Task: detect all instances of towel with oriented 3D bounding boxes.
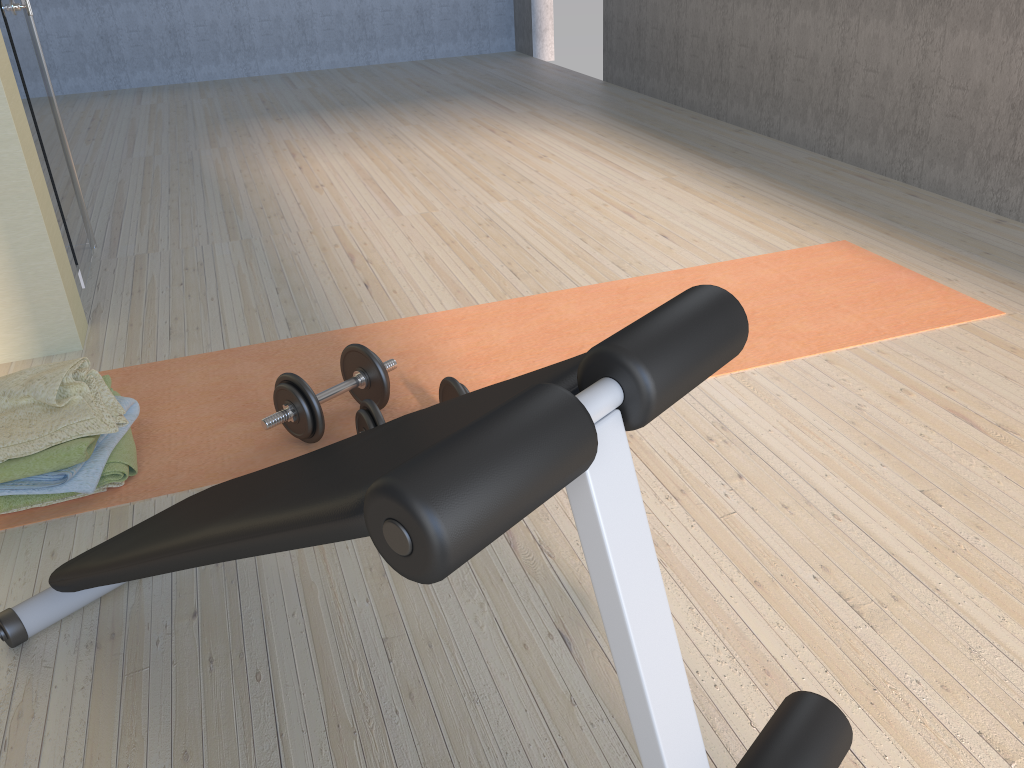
[{"bbox_3d":[-1.084,0.172,2.036,0.376,0.044,0.371,-12,29,-17],"label":"towel"},{"bbox_3d":[-1.064,0.152,2.023,0.380,0.081,0.367,-13,29,-18],"label":"towel"},{"bbox_3d":[-1.084,0.057,1.956,0.384,0.123,0.373,-20,32,-30],"label":"towel"},{"bbox_3d":[-1.096,0.117,1.961,0.376,0.085,0.371,-9,28,-11],"label":"towel"},{"bbox_3d":[-1.074,0.140,1.991,0.383,0.078,0.383,-3,28,-1],"label":"towel"}]

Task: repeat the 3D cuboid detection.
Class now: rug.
[{"bbox_3d":[-0.015,-0.088,2.467,2.779,0.002,0.716,-12,29,-16],"label":"rug"}]

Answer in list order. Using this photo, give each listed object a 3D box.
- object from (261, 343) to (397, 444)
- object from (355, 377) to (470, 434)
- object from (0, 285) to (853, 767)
[{"bbox_3d":[-0.425,0.020,2.105,0.176,0.176,0.385,21,36,38],"label":"object"},{"bbox_3d":[-0.209,0.093,1.966,0.385,0.176,0.176,-16,30,-23],"label":"object"},{"bbox_3d":[-0.250,0.197,1.151,1.312,0.746,0.505,20,35,36],"label":"object"}]
